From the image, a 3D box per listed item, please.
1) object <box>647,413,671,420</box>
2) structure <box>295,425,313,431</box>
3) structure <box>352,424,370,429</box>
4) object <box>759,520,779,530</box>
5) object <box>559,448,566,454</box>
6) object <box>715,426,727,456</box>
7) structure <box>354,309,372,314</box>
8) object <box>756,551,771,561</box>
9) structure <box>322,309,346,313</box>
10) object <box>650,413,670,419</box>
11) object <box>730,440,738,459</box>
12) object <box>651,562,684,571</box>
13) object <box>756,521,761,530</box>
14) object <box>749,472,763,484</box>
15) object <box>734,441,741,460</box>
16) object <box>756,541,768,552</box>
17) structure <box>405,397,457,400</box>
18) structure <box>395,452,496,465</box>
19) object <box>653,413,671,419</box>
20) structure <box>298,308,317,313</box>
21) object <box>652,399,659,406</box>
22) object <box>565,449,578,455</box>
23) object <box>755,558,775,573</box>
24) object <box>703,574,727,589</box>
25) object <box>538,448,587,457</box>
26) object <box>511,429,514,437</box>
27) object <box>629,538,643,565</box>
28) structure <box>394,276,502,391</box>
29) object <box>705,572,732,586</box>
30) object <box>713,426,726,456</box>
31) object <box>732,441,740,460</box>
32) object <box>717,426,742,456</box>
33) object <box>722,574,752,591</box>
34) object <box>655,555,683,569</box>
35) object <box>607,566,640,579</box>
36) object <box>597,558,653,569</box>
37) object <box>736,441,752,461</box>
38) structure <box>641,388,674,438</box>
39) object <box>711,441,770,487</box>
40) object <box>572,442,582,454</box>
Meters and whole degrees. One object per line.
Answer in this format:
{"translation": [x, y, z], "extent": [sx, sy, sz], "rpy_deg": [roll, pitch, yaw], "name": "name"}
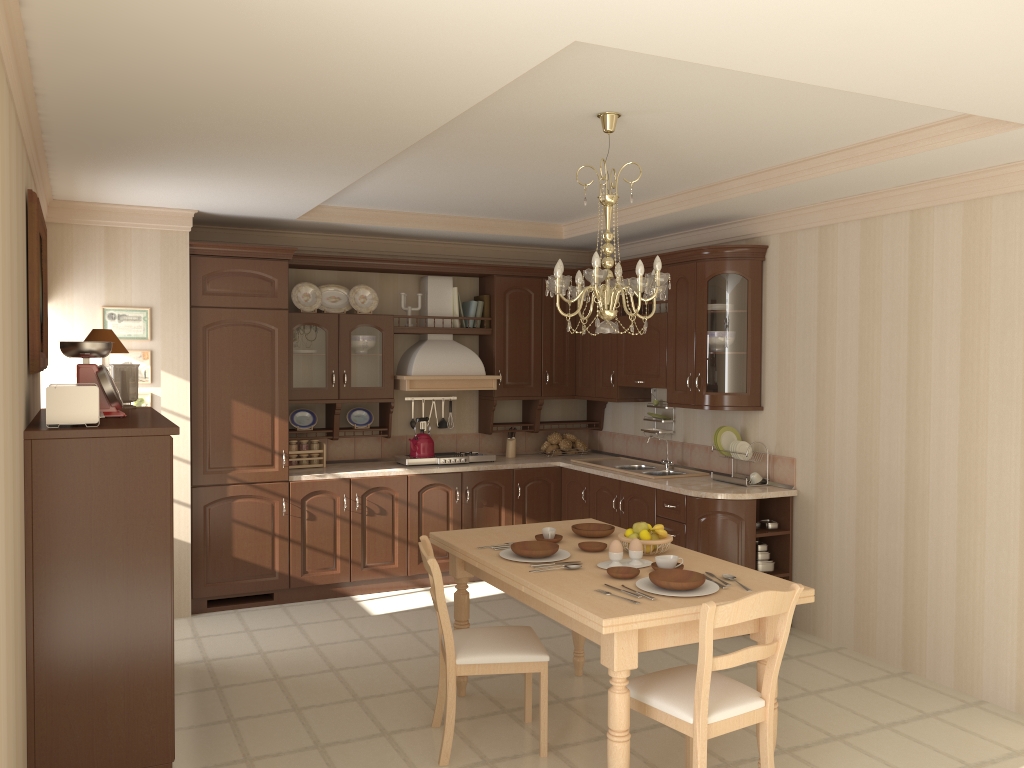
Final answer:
{"translation": [1.059, 0.235, 6.391], "extent": [0.167, 0.051, 0.174], "rpy_deg": [-1, 2, -26], "name": "object"}
{"translation": [-1.467, 0.262, 6.250], "extent": [0.110, 0.126, 0.080], "rpy_deg": [-1, 2, -26], "name": "structure"}
{"translation": [-1.097, 0.259, 6.428], "extent": [0.110, 0.126, 0.080], "rpy_deg": [-1, 2, -26], "name": "structure"}
{"translation": [1.551, 0.850, 5.352], "extent": [0.084, 0.045, 0.120], "rpy_deg": [0, 2, -15], "name": "object"}
{"translation": [0.425, 0.518, 7.154], "extent": [0.098, 0.094, 0.114], "rpy_deg": [2, 2, 44], "name": "object"}
{"translation": [1.375, 0.364, 5.656], "extent": [0.193, 0.188, 0.047], "rpy_deg": [0, 2, -25], "name": "object"}
{"translation": [-1.065, -0.561, 6.355], "extent": [0.110, 0.126, 0.080], "rpy_deg": [-1, 2, -26], "name": "structure"}
{"translation": [1.486, 1.028, 5.355], "extent": [0.106, 0.057, 0.152], "rpy_deg": [0, 2, -15], "name": "object"}
{"translation": [-1.270, -0.561, 6.317], "extent": [0.154, 0.126, 0.080], "rpy_deg": [-1, 2, -26], "name": "structure"}
{"translation": [1.060, 0.232, 6.392], "extent": [0.167, 0.051, 0.174], "rpy_deg": [-1, 2, -26], "name": "object"}
{"translation": [1.416, 0.414, 5.567], "extent": [0.123, 0.119, 0.034], "rpy_deg": [-1, 2, -26], "name": "object"}
{"translation": [0.608, 0.720, 3.467], "extent": [0.126, 0.026, 0.127], "rpy_deg": [-1, 2, -35], "name": "object"}
{"translation": [1.434, 0.850, 5.344], "extent": [0.084, 0.045, 0.120], "rpy_deg": [-1, 2, -40], "name": "object"}
{"translation": [1.507, 0.581, 5.474], "extent": [0.073, 0.072, 0.085], "rpy_deg": [1, 2, 28], "name": "object"}
{"translation": [1.434, 0.416, 5.529], "extent": [0.123, 0.119, 0.034], "rpy_deg": [-1, 2, -26], "name": "object"}
{"translation": [1.486, 0.981, 5.354], "extent": [0.084, 0.045, 0.120], "rpy_deg": [0, 2, -15], "name": "object"}
{"translation": [-0.619, 0.111, 6.784], "extent": [0.422, 0.020, 0.008], "rpy_deg": [-1, 2, -26], "name": "structure"}
{"translation": [-0.478, 0.544, 6.540], "extent": [0.710, 0.054, 0.325], "rpy_deg": [-1, 2, -26], "name": "structure"}
{"translation": [1.060, 0.229, 6.392], "extent": [0.167, 0.051, 0.174], "rpy_deg": [-1, 2, -26], "name": "object"}
{"translation": [-1.425, -0.558, 6.180], "extent": [0.110, 0.126, 0.080], "rpy_deg": [-1, 2, -26], "name": "structure"}
{"translation": [1.056, 0.136, 6.483], "extent": [0.044, 0.051, 0.049], "rpy_deg": [1, 2, 33], "name": "object"}
{"translation": [0.475, 0.543, 7.120], "extent": [0.103, 0.060, 0.105], "rpy_deg": [-1, 2, -31], "name": "object"}
{"translation": [1.486, 1.087, 5.357], "extent": [0.145, 0.077, 0.208], "rpy_deg": [0, 2, -15], "name": "object"}
{"translation": [0.747, 0.735, 3.308], "extent": [0.023, 0.008, 0.221], "rpy_deg": [0, 2, -11], "name": "object"}
{"translation": [0.408, 0.542, 7.114], "extent": [0.364, 0.060, 0.199], "rpy_deg": [-1, 2, -26], "name": "object"}
{"translation": [-0.002, 0.434, 7.029], "extent": [0.016, 0.158, 0.051], "rpy_deg": [1, 2, 27], "name": "object"}
{"translation": [0.501, 0.676, 3.588], "extent": [0.058, 0.104, 0.058], "rpy_deg": [2, 2, 43], "name": "object"}
{"translation": [-0.513, -0.382, 6.591], "extent": [0.753, 0.845, 0.455], "rpy_deg": [-1, 2, -26], "name": "structure"}
{"translation": [0.777, 0.735, 3.353], "extent": [0.022, 0.004, 0.216], "rpy_deg": [0, 2, -10], "name": "object"}
{"translation": [1.367, 0.363, 5.673], "extent": [0.193, 0.188, 0.047], "rpy_deg": [0, 2, -25], "name": "object"}
{"translation": [1.425, 0.415, 5.548], "extent": [0.123, 0.119, 0.034], "rpy_deg": [0, 2, -24], "name": "object"}
{"translation": [1.382, 0.364, 5.640], "extent": [0.193, 0.188, 0.047], "rpy_deg": [0, 2, -25], "name": "object"}
{"translation": [0.832, 0.734, 3.284], "extent": [0.047, 0.011, 0.219], "rpy_deg": [0, 2, -10], "name": "object"}
{"translation": [0.615, 0.704, 3.468], "extent": [0.119, 0.055, 0.063], "rpy_deg": [0, 2, -12], "name": "object"}
{"translation": [0.424, 0.722, 3.377], "extent": [0.126, 0.026, 0.127], "rpy_deg": [-1, 2, -35], "name": "object"}
{"translation": [0.456, 0.726, 3.567], "extent": [0.245, 0.005, 0.157], "rpy_deg": [-1, 2, -29], "name": "object"}
{"translation": [1.443, 0.416, 5.510], "extent": [0.123, 0.119, 0.034], "rpy_deg": [-1, 2, -26], "name": "object"}
{"translation": [1.054, 0.210, 6.437], "extent": [0.131, 0.361, 0.256], "rpy_deg": [-1, 2, -26], "name": "structure"}
{"translation": [1.424, 0.482, 5.552], "extent": [0.172, 0.275, 0.359], "rpy_deg": [0, 2, -25], "name": "object"}
{"translation": [0.511, 0.517, 7.186], "extent": [0.091, 0.100, 0.125], "rpy_deg": [-1, 2, -31], "name": "object"}
